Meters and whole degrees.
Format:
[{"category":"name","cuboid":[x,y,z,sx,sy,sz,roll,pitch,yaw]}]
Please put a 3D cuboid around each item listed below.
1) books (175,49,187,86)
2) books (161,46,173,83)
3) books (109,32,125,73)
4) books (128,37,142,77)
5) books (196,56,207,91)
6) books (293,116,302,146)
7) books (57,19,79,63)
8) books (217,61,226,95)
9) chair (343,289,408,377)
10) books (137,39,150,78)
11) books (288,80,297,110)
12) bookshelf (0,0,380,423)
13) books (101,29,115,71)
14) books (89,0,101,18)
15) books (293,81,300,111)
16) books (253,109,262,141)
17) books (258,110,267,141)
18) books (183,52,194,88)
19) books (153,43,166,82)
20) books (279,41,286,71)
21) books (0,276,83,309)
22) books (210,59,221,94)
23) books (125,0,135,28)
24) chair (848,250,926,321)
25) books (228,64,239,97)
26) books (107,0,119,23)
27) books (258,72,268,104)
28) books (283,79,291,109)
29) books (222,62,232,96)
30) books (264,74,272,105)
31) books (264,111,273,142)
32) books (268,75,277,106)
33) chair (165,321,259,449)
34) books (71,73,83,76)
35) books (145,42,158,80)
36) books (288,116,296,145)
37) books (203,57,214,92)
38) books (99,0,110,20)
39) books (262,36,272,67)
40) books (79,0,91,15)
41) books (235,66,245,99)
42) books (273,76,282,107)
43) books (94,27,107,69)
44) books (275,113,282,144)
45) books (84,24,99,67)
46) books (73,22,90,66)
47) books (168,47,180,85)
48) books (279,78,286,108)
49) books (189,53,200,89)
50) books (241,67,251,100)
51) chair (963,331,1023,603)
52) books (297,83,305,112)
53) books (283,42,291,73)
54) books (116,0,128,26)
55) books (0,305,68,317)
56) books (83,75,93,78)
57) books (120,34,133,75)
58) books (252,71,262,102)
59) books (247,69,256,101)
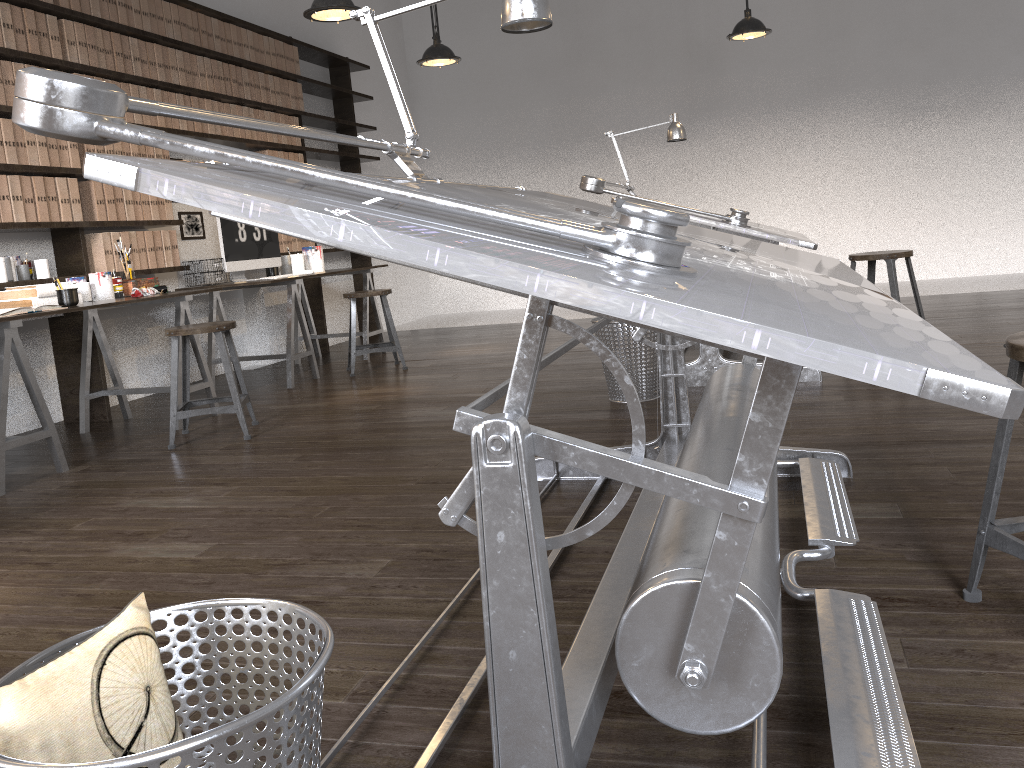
[{"category":"books","cuboid":[-2.119,-1.940,5.486,0.174,0.224,0.067,-3,7,17]},{"category":"books","cuboid":[-2.160,-1.915,5.358,0.174,0.224,0.067,-3,7,17]},{"category":"books","cuboid":[-2.273,-1.837,4.955,0.174,0.224,0.067,-3,7,17]},{"category":"books","cuboid":[-2.233,-1.864,5.095,0.174,0.224,0.067,-3,7,17]},{"category":"books","cuboid":[-2.062,-1.979,5.686,0.174,0.224,0.067,-3,7,17]},{"category":"books","cuboid":[-1.720,-1.926,6.799,0.174,0.224,0.067,-3,7,17]},{"category":"books","cuboid":[-2.371,-1.772,4.625,0.174,0.224,0.067,-3,7,17]},{"category":"books","cuboid":[-2.006,-2.017,5.884,0.174,0.224,0.067,-3,7,17]},{"category":"chair","cuboid":[-0.917,-0.344,5.795,0.372,0.525,0.360,-7,8,-15]},{"category":"books","cuboid":[-2.218,-1.877,5.163,0.174,0.224,0.067,-3,7,17]},{"category":"books","cuboid":[-1.748,-2.188,6.755,0.174,0.224,0.067,-3,7,17]},{"category":"bookshelf","cuboid":[-2.595,-0.502,3.926,0.373,3.186,9.248,-4,9,17]},{"category":"books","cuboid":[-2.299,-1.822,4.886,0.174,0.224,0.067,-3,7,17]},{"category":"books","cuboid":[-2.336,-2.085,4.801,0.174,0.224,0.067,-3,7,17]},{"category":"books","cuboid":[-1.734,-2.200,6.820,0.174,0.224,0.067,-3,7,17]},{"category":"books","cuboid":[-1.878,-1.823,6.276,0.174,0.224,0.067,-3,7,17]},{"category":"books","cuboid":[-1.857,-1.836,6.342,0.174,0.224,0.067,-3,7,17]},{"category":"books","cuboid":[-2.103,-1.953,5.554,0.174,0.224,0.067,-3,7,17]},{"category":"books","cuboid":[-2.174,-1.902,5.293,0.174,0.224,0.067,-3,7,17]},{"category":"books","cuboid":[-1.800,-2.446,6.651,0.174,0.224,0.067,-3,7,17]},{"category":"books","cuboid":[-2.126,-0.418,4.054,0.385,0.147,0.297,-3,9,17]},{"category":"books","cuboid":[-2.019,-2.006,5.822,0.174,0.224,0.067,-3,7,17]},{"category":"books","cuboid":[-2.262,-2.136,5.065,0.174,0.224,0.067,-3,7,17]},{"category":"chair","cuboid":[1.936,-0.423,4.625,0.358,0.525,0.374,2,11,45]},{"category":"books","cuboid":[-1.961,-2.045,6.026,0.174,0.224,0.067,-3,7,17]},{"category":"books","cuboid":[-2.300,-2.111,4.937,0.174,0.224,0.067,-3,7,17]},{"category":"books","cuboid":[-1.862,-2.111,6.363,0.174,0.224,0.067,-3,7,17]},{"category":"books","cuboid":[-1.774,-2.175,6.691,0.174,0.224,0.067,-3,7,17]},{"category":"books","cuboid":[-1.987,-2.031,5.957,0.174,0.224,0.067,-3,7,17]},{"category":"books","cuboid":[-1.848,-2.124,6.428,0.174,0.224,0.067,-3,7,17]},{"category":"books","cuboid":[-1.834,-1.850,6.407,0.174,0.224,0.067,-3,7,17]},{"category":"books","cuboid":[-1.829,-2.135,6.488,0.174,0.224,0.067,-3,7,17]},{"category":"chair","cuboid":[-1.394,-0.009,4.065,0.359,0.525,0.374,-7,8,-10]},{"category":"books","cuboid":[-2.340,-1.512,4.677,0.174,0.224,0.067,-3,7,17]},{"category":"books","cuboid":[-2.198,-1.890,5.231,0.174,0.224,0.067,-3,7,17]},{"category":"books","cuboid":[-1.744,-1.913,6.733,0.174,0.224,0.067,-3,7,17]},{"category":"books","cuboid":[-2.039,-1.992,5.754,0.174,0.224,0.067,-3,7,17]},{"category":"books","cuboid":[-2.320,-2.098,4.870,0.174,0.224,0.067,-3,7,17]},{"category":"books","cuboid":[-1.856,-2.407,6.453,0.174,0.224,0.067,-3,7,17]},{"category":"books","cuboid":[-2.360,-2.072,4.735,0.174,0.224,0.067,-3,7,17]},{"category":"books","cuboid":[-1.946,-2.059,6.099,0.174,0.224,0.067,-3,7,17]},{"category":"books","cuboid":[-1.807,-2.149,6.556,0.174,0.224,0.067,-3,7,17]},{"category":"books","cuboid":[-2.315,-1.811,4.823,0.174,0.224,0.067,-3,7,17]},{"category":"books","cuboid":[-1.800,-1.875,6.537,0.174,0.224,0.067,-3,7,17]},{"category":"books","cuboid":[-2.328,-1.799,4.762,0.174,0.224,0.067,-3,7,17]},{"category":"books","cuboid":[-2.348,-1.786,4.693,0.174,0.224,0.067,-3,7,17]},{"category":"books","cuboid":[-2.141,-1.926,5.417,0.174,0.224,0.067,-3,7,17]},{"category":"books","cuboid":[-1.791,-2.162,6.624,0.174,0.224,0.067,-3,7,17]},{"category":"books","cuboid":[-2.086,-1.966,5.620,0.174,0.224,0.067,-3,7,17]},{"category":"books","cuboid":[-1.922,-2.072,6.165,0.174,0.224,0.067,-3,7,17]},{"category":"chair","cuboid":[1.049,0.177,1.549,0.372,0.525,0.360,-6,8,-5]},{"category":"books","cuboid":[-1.715,-2.212,6.879,0.174,0.224,0.067,-3,7,17]},{"category":"books","cuboid":[-1.780,-2.460,6.723,0.174,0.224,0.067,-3,7,17]},{"category":"books","cuboid":[-2.276,-2.124,5.000,0.174,0.224,0.067,-3,7,17]},{"category":"books","cuboid":[-2.061,-0.297,3.632,0.256,0.029,0.357,-3,10,17]},{"category":"books","cuboid":[-2.319,-1.524,4.736,0.174,0.224,0.067,-3,7,17]},{"category":"books","cuboid":[-2.257,-1.850,5.028,0.174,0.224,0.067,-3,7,17]},{"category":"books","cuboid":[-1.886,-2.099,6.301,0.174,0.224,0.067,-3,7,17]},{"category":"books","cuboid":[-1.906,-2.085,6.233,0.174,0.224,0.067,-3,7,17]}]
